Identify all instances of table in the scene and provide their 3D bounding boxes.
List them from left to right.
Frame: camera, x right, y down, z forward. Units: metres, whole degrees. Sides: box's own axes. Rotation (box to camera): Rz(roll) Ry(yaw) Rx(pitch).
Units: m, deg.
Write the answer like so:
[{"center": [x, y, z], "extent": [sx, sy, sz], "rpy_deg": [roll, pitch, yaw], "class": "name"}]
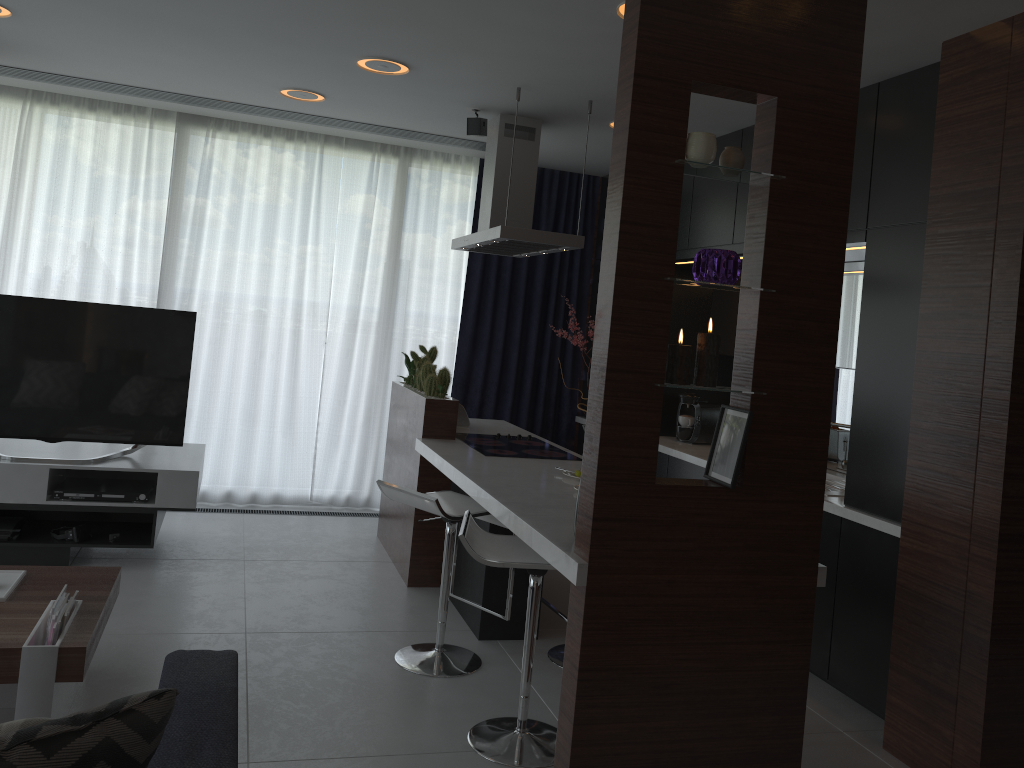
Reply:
[{"center": [-1.732, 0.852, 2.788], "extent": [0.798, 0.352, 0.808], "rpy_deg": [5, 3, -17], "class": "table"}]

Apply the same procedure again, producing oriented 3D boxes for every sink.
[{"center": [1.508, 0.439, 4.379], "extent": [0.502, 0.492, 0.856], "rpy_deg": [5, 2, -17], "class": "sink"}]

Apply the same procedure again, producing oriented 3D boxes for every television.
[{"center": [-2.269, -0.030, 4.431], "extent": [1.227, 0.787, 0.298], "rpy_deg": [5, -1, -17], "class": "television"}]

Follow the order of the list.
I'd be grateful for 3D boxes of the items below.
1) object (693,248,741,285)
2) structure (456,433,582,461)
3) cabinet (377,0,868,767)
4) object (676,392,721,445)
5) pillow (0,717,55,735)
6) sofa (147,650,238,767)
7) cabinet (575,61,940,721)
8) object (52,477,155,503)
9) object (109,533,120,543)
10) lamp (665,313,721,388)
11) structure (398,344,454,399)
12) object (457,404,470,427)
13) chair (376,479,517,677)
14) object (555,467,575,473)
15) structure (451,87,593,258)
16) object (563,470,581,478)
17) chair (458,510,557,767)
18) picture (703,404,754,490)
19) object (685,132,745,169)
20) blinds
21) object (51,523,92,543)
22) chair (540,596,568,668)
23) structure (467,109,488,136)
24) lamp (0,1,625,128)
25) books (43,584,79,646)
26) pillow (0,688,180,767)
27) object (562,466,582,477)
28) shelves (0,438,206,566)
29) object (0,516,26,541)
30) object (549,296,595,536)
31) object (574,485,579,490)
[{"center": [0.583, -0.331, 2.513], "extent": [0.135, 0.098, 0.132], "rpy_deg": [6, 2, 23], "class": "object"}, {"center": [0.001, 0.328, 4.540], "extent": [0.503, 0.057, 0.766], "rpy_deg": [4, 4, -17], "class": "structure"}, {"center": [0.115, -0.155, 4.046], "extent": [0.784, 2.552, 3.346], "rpy_deg": [6, 2, -18], "class": "cabinet"}, {"center": [1.148, 0.212, 5.495], "extent": [0.268, 0.312, 0.215], "rpy_deg": [5, 0, -32], "class": "object"}, {"center": [-1.050, 0.714, 1.468], "extent": [0.331, 0.294, 0.414], "rpy_deg": [6, 2, 35], "class": "pillow"}, {"center": [-2.057, 0.760, 1.753], "extent": [2.865, 0.608, 1.906], "rpy_deg": [4, 3, -17], "class": "sofa"}, {"center": [1.369, -0.096, 4.980], "extent": [0.704, 2.554, 3.490], "rpy_deg": [6, 2, -18], "class": "cabinet"}, {"center": [-2.040, 0.534, 4.441], "extent": [0.429, 0.053, 0.337], "rpy_deg": [4, 4, -17], "class": "object"}, {"center": [-1.953, 0.756, 4.339], "extent": [0.044, 0.043, 0.044], "rpy_deg": [5, 1, -17], "class": "object"}, {"center": [0.515, -0.101, 2.512], "extent": [0.153, 0.210, 0.077], "rpy_deg": [5, -1, -5], "class": "lamp"}, {"center": [-0.504, -0.087, 5.039], "extent": [0.222, 0.286, 1.004], "rpy_deg": [5, 3, -15], "class": "structure"}, {"center": [-0.392, 0.159, 5.299], "extent": [0.221, 0.145, 0.345], "rpy_deg": [5, 3, -17], "class": "object"}, {"center": [-0.294, 0.760, 3.570], "extent": [0.462, 0.710, 0.398], "rpy_deg": [5, 0, -45], "class": "chair"}, {"center": [0.283, 0.380, 3.752], "extent": [0.250, 0.008, 0.026], "rpy_deg": [9, 5, 42], "class": "object"}, {"center": [0.032, -1.124, 4.902], "extent": [0.445, 0.760, 1.047], "rpy_deg": [6, 2, -18], "class": "structure"}, {"center": [0.333, 0.394, 3.746], "extent": [0.238, 0.019, 0.239], "rpy_deg": [2, 5, -45], "class": "object"}, {"center": [0.030, 0.831, 2.954], "extent": [0.464, 0.710, 0.396], "rpy_deg": [5, 0, 0], "class": "chair"}, {"center": [0.622, 0.177, 2.545], "extent": [0.051, 0.222, 0.175], "rpy_deg": [6, 0, -14], "class": "picture"}, {"center": [0.580, -0.650, 2.502], "extent": [0.217, 0.086, 0.088], "rpy_deg": [3, 2, -34], "class": "object"}, {"center": [-1.380, -0.312, 2.546], "extent": [5.786, 2.773, 7.159], "rpy_deg": [5, 3, -14], "class": "blinds"}, {"center": [-2.171, 0.719, 4.334], "extent": [0.184, 0.079, 0.117], "rpy_deg": [6, 2, 13], "class": "object"}, {"center": [0.395, 0.799, 3.751], "extent": [0.462, 0.741, 0.397], "rpy_deg": [5, 0, -22], "class": "chair"}, {"center": [-0.194, -1.453, 4.942], "extent": [0.085, 0.142, 0.114], "rpy_deg": [5, 1, 23], "class": "structure"}, {"center": [1.535, -1.236, 3.603], "extent": [9.551, 0.084, 5.371], "rpy_deg": [3, 4, -31], "class": "lamp"}, {"center": [1.353, 0.923, 4.934], "extent": [8.205, 0.373, 0.407], "rpy_deg": [3, 3, -38], "class": "books"}, {"center": [-0.804, 0.703, 1.440], "extent": [0.222, 0.386, 0.413], "rpy_deg": [5, 1, 43], "class": "pillow"}, {"center": [0.836, 0.293, 4.421], "extent": [0.140, 0.221, 1.872], "rpy_deg": [6, 3, 37], "class": "object"}, {"center": [-2.829, 0.561, 4.475], "extent": [2.343, 0.500, 0.876], "rpy_deg": [4, 3, -17], "class": "shelves"}, {"center": [-2.560, 0.690, 4.269], "extent": [0.313, 0.067, 0.315], "rpy_deg": [4, 4, -17], "class": "object"}, {"center": [0.233, 0.094, 2.666], "extent": [0.386, 0.735, 0.198], "rpy_deg": [6, -1, -36], "class": "object"}, {"center": [0.332, 0.381, 3.411], "extent": [0.181, 0.086, 0.183], "rpy_deg": [3, 4, -41], "class": "object"}]
